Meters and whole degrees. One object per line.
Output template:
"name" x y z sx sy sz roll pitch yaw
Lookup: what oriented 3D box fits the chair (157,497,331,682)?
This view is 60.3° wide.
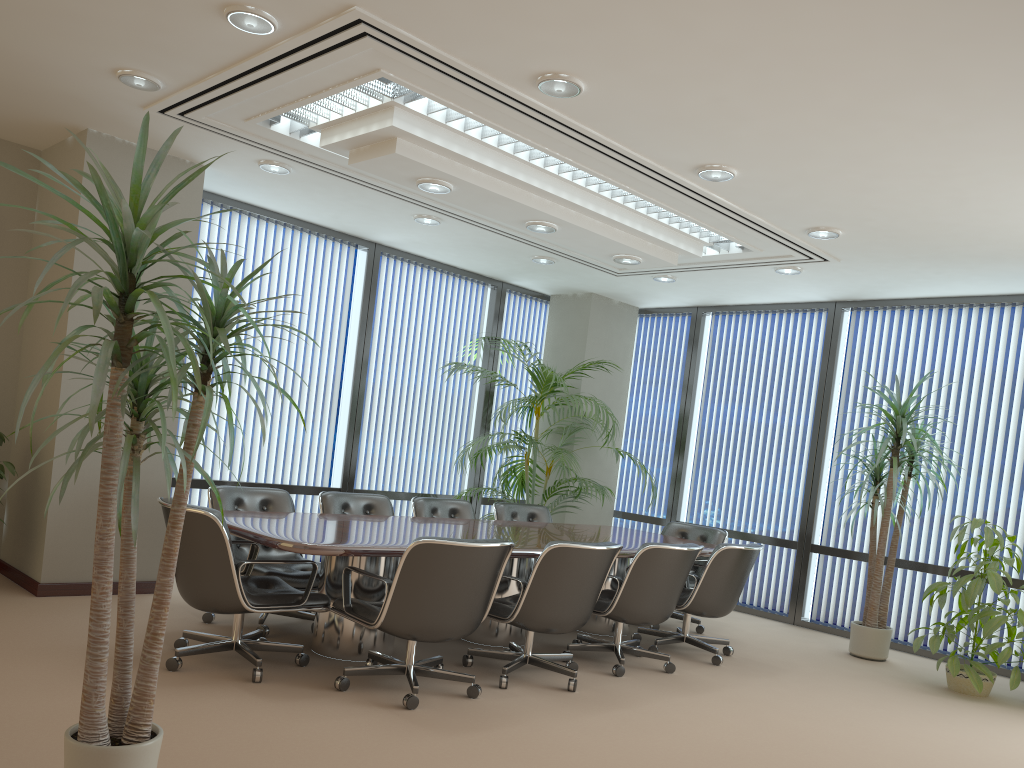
"chair" -1.465 1.070 4.695 0.858 0.860 0.754 8 -1 -44

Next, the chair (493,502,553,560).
"chair" 0.236 1.487 7.550 0.763 0.860 0.847 8 -1 -39

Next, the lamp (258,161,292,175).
"lamp" -1.615 -1.469 6.007 0.226 0.035 0.224 9 -5 -27

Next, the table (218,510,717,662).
"table" -0.093 1.394 6.104 4.098 0.750 1.498 11 -5 -44

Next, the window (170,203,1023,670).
"window" 0.825 0.535 8.592 7.369 2.918 3.535 7 -2 1

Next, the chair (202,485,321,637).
"chair" -1.572 1.136 5.764 0.847 0.860 0.763 6 -1 41

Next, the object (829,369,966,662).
"object" 3.003 1.054 7.020 1.013 2.318 1.034 7 1 21

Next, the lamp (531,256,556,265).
"lamp" 0.281 -1.101 7.884 0.226 0.035 0.224 8 -4 -20

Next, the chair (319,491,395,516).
"chair" -0.997 1.252 6.389 0.764 0.860 0.847 8 -1 -44

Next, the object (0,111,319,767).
"object" -1.027 0.268 2.400 0.802 1.836 0.819 7 1 21

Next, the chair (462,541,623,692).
"chair" 0.166 1.304 5.198 0.764 0.860 0.847 8 -1 -44

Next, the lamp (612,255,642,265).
"lamp" 0.870 -0.932 6.668 0.226 0.035 0.224 8 -4 -20

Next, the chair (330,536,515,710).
"chair" -0.490 1.181 4.611 0.758 0.860 0.852 8 -1 -40

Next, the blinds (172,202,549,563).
"blinds" -1.065 0.300 8.585 4.928 2.912 0.031 9 -1 -44

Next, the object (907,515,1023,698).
"object" 3.351 1.611 6.184 0.976 1.315 0.858 7 0 16

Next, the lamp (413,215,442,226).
"lamp" -0.667 -1.285 6.945 0.226 0.035 0.224 8 -4 -20

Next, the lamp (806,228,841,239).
"lamp" 2.120 -1.020 6.000 0.226 0.035 0.224 8 -4 -20

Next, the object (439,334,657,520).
"object" 0.234 0.747 8.657 2.176 2.483 2.078 7 -1 -24

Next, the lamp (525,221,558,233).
"lamp" 0.200 -1.062 6.005 0.226 0.035 0.224 8 -4 -20

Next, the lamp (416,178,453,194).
"lamp" -0.470 -1.191 5.341 0.226 0.035 0.224 9 -5 -27

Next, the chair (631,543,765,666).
"chair" 1.325 1.532 6.401 0.847 0.860 0.739 6 -1 41

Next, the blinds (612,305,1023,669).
"blinds" 2.660 0.745 8.540 0.051 2.912 4.901 5 -1 -44

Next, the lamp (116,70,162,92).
"lamp" -1.987 -1.610 4.701 0.226 0.035 0.224 9 -5 -27

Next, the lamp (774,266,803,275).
"lamp" 2.245 -0.918 7.168 0.224 0.035 0.227 4 -5 35

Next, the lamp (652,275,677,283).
"lamp" 1.390 -0.956 8.043 0.226 0.035 0.224 10 -5 -34

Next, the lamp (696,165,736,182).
"lamp" 1.172 -1.203 5.062 0.226 0.035 0.224 8 -4 -20

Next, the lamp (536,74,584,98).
"lamp" 0.224 -1.387 4.123 0.224 0.035 0.227 4 -5 35

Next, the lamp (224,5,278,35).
"lamp" -1.133 -1.572 3.826 0.226 0.035 0.224 10 -5 -41

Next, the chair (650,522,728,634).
"chair" 1.352 1.616 7.483 0.858 0.860 0.754 8 -1 -44

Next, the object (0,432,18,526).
"object" -3.586 0.761 5.551 0.738 1.095 0.796 7 0 -13

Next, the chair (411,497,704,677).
"chair" 0.186 1.395 6.389 0.763 0.859 2.513 8 -3 -44
